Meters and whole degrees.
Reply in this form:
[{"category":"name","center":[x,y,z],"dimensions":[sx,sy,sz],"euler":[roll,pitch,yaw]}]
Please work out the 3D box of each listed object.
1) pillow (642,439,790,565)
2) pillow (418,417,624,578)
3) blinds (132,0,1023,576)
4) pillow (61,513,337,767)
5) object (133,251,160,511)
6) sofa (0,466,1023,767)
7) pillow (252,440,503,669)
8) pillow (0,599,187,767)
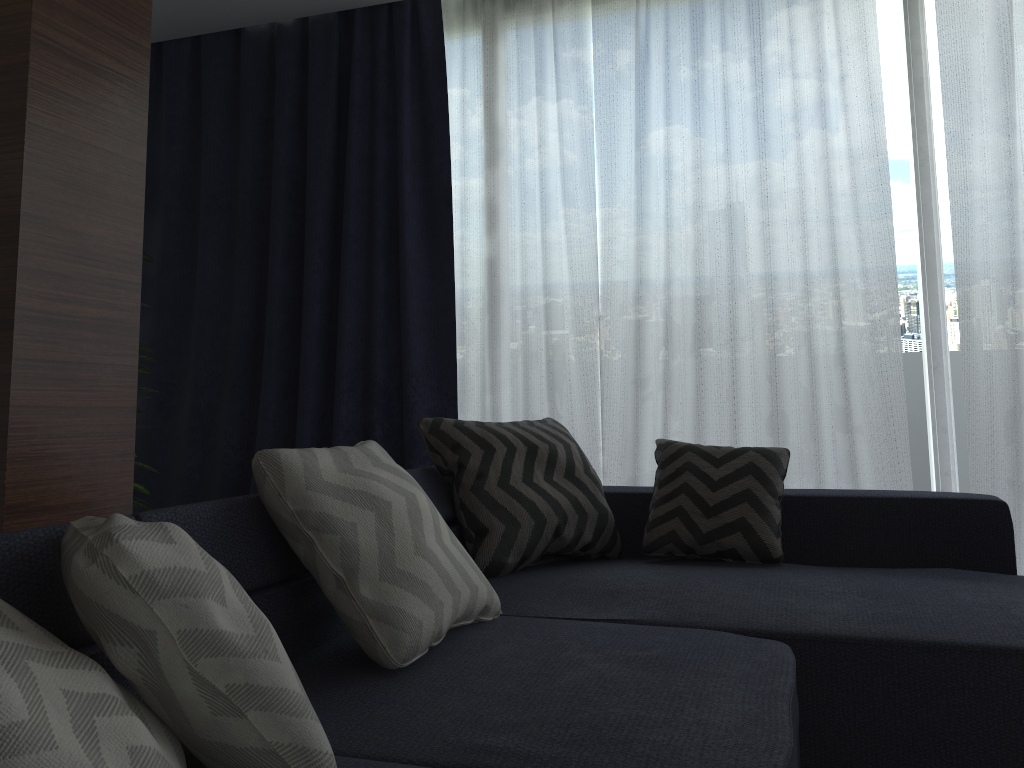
[{"category":"pillow","center":[0.606,0.341,2.629],"dimensions":[0.414,0.348,0.284],"euler":[-2,-5,23]},{"category":"pillow","center":[0.035,0.358,2.650],"dimensions":[0.596,0.523,0.353],"euler":[3,-6,-41]},{"category":"blinds","center":[0.619,-0.618,0.675],"dimensions":[7.124,2.798,5.765],"euler":[-2,-3,22]},{"category":"pillow","center":[-0.410,0.326,1.109],"dimensions":[0.280,0.354,0.415],"euler":[2,-5,-29]},{"category":"object","center":[-1.535,-0.045,3.259],"dimensions":[0.503,1.863,0.478],"euler":[1,-7,-13]},{"category":"sofa","center":[0.341,0.498,1.453],"dimensions":[1.897,0.613,2.855],"euler":[-1,-2,18]},{"category":"pillow","center":[-0.256,0.315,1.775],"dimensions":[0.342,0.391,0.492],"euler":[-2,-4,18]},{"category":"pillow","center":[-0.473,0.326,0.831],"dimensions":[0.330,0.297,0.413],"euler":[1,-4,-20]}]
